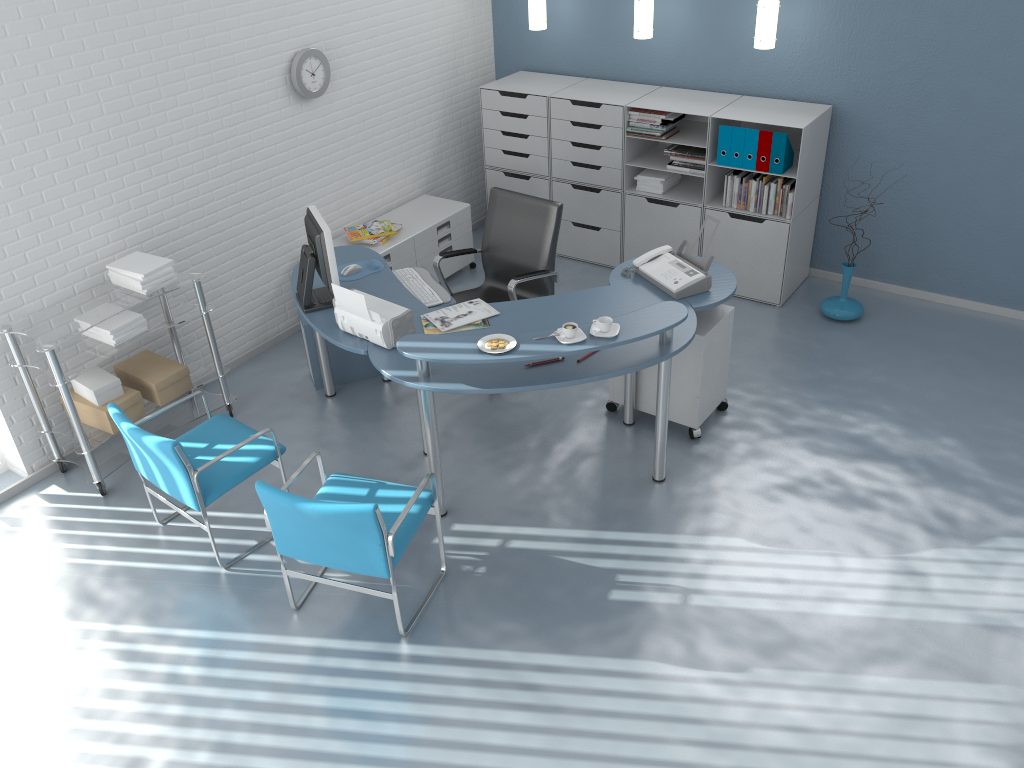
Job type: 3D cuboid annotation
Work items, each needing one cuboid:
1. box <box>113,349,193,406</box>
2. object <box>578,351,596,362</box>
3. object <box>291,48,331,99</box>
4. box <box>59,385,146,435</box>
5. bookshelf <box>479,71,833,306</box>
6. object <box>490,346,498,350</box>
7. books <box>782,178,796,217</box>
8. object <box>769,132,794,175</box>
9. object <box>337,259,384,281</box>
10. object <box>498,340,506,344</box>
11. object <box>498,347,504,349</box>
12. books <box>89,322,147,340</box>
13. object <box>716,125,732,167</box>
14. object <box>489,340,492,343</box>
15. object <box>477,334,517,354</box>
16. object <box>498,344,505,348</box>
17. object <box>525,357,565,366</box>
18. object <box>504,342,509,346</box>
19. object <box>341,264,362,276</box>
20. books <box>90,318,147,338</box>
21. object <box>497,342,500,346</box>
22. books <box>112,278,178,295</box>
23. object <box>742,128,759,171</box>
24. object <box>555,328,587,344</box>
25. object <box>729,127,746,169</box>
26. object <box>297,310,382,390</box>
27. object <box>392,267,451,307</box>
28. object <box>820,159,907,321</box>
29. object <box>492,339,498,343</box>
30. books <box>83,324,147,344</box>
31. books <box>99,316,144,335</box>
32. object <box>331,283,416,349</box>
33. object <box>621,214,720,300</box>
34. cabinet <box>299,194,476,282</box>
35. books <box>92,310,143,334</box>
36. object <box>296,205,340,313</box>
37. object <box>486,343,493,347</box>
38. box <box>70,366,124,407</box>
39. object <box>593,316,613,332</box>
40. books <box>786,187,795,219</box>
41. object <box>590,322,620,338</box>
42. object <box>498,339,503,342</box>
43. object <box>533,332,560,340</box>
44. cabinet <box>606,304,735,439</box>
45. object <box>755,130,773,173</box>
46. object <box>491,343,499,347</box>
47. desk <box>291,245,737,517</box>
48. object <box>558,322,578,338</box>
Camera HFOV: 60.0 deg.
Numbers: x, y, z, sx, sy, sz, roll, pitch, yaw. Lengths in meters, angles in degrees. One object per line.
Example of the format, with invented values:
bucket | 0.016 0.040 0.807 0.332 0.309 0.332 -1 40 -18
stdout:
box | -1.850 -0.035 4.579 0.347 0.133 0.207 18 38 30
object | 0.350 -0.139 3.795 0.011 0.010 0.200 25 42 37
object | -1.180 -1.825 5.211 0.041 0.277 0.279 18 38 30
box | -2.016 0.101 4.378 0.347 0.133 0.207 15 36 26
bookshelf | 0.891 -1.405 6.108 2.294 1.141 0.521 18 38 30
object | -0.072 -0.146 3.575 0.027 0.005 0.025 -12 33 -14
books | 1.694 -1.139 5.405 0.032 0.203 0.157 18 38 30
object | 1.616 -1.399 5.286 0.082 0.247 0.181 18 38 30
object | -0.814 -0.606 4.623 0.285 0.026 0.213 -28 40 -34
object | -0.040 -0.170 3.603 0.027 0.005 0.025 12 35 23
object | -0.043 -0.149 3.577 0.025 0.005 0.027 1 32 7
books | -1.953 -0.292 4.343 0.270 0.015 0.190 18 38 30
object | 1.341 -1.489 5.452 0.082 0.247 0.181 18 38 30
object | -0.082 -0.174 3.620 0.027 0.005 0.025 -1 32 3
object | -0.061 -0.160 3.594 0.162 0.011 0.162 -9 33 -10
object | -0.041 -0.154 3.577 0.025 0.005 0.027 5 33 13
object | 0.137 -0.093 3.735 0.178 0.013 0.013 -12 33 -13
object | -0.027 -0.165 3.601 0.025 0.005 0.027 11 35 21
object | -0.831 -0.597 4.595 0.054 0.035 0.115 26 42 38
books | -1.949 -0.303 4.332 0.270 0.015 0.190 17 37 29
object | -0.057 -0.163 3.602 0.027 0.005 0.025 9 34 18
books | -1.824 -0.514 4.409 0.270 0.015 0.190 18 38 30
object | 1.478 -1.444 5.369 0.082 0.247 0.181 18 38 30
object | 0.239 -0.195 3.624 0.119 0.016 0.119 -12 33 -14
object | 1.410 -1.467 5.411 0.082 0.247 0.181 18 38 30
object | -0.949 -0.244 5.113 0.471 0.422 0.199 -14 34 -16
object | -0.506 -0.497 4.550 0.276 0.028 0.478 -16 34 -19
object | 2.067 -0.830 5.263 0.357 0.972 0.312 3 33 10
object | -0.069 -0.176 3.615 0.025 0.005 0.027 -7 32 -7
books | -1.954 -0.275 4.344 0.270 0.015 0.190 15 37 27
books | -1.957 -0.317 4.327 0.270 0.015 0.190 19 38 31
object | -0.644 -0.337 3.948 0.392 0.273 0.197 22 40 34
object | 0.793 -0.640 4.297 0.399 0.280 0.405 -16 35 -20
cabinet | -0.790 -0.816 5.950 0.447 0.484 1.259 18 38 30
books | -1.955 -0.318 4.300 0.270 0.015 0.190 16 37 27
object | -0.943 -0.587 4.236 0.212 0.417 0.365 -15 34 -17
object | -0.090 -0.159 3.598 0.027 0.005 0.025 -10 33 -11
box | -2.021 0.007 4.319 0.234 0.090 0.139 21 40 34
object | 0.377 -0.244 3.645 0.062 0.049 0.078 -22 37 -27
books | 1.715 -1.109 5.393 0.032 0.163 0.178 18 38 30
object | 0.383 -0.221 3.653 0.119 0.016 0.119 5 33 12
object | -0.049 -0.178 3.624 0.027 0.005 0.025 -1 32 3
object | 0.143 -0.198 3.630 0.119 0.021 0.025 -7 32 -6
cabinet | 0.816 -0.120 4.591 0.559 0.605 0.383 19 39 31
object | 1.547 -1.422 5.327 0.082 0.247 0.181 18 38 30
object | -0.070 -0.159 3.588 0.027 0.005 0.025 22 40 34
desk | -0.080 -0.089 4.341 2.282 0.900 1.402 3 33 10
object | 0.230 -0.216 3.614 0.078 0.049 0.062 12 35 22
